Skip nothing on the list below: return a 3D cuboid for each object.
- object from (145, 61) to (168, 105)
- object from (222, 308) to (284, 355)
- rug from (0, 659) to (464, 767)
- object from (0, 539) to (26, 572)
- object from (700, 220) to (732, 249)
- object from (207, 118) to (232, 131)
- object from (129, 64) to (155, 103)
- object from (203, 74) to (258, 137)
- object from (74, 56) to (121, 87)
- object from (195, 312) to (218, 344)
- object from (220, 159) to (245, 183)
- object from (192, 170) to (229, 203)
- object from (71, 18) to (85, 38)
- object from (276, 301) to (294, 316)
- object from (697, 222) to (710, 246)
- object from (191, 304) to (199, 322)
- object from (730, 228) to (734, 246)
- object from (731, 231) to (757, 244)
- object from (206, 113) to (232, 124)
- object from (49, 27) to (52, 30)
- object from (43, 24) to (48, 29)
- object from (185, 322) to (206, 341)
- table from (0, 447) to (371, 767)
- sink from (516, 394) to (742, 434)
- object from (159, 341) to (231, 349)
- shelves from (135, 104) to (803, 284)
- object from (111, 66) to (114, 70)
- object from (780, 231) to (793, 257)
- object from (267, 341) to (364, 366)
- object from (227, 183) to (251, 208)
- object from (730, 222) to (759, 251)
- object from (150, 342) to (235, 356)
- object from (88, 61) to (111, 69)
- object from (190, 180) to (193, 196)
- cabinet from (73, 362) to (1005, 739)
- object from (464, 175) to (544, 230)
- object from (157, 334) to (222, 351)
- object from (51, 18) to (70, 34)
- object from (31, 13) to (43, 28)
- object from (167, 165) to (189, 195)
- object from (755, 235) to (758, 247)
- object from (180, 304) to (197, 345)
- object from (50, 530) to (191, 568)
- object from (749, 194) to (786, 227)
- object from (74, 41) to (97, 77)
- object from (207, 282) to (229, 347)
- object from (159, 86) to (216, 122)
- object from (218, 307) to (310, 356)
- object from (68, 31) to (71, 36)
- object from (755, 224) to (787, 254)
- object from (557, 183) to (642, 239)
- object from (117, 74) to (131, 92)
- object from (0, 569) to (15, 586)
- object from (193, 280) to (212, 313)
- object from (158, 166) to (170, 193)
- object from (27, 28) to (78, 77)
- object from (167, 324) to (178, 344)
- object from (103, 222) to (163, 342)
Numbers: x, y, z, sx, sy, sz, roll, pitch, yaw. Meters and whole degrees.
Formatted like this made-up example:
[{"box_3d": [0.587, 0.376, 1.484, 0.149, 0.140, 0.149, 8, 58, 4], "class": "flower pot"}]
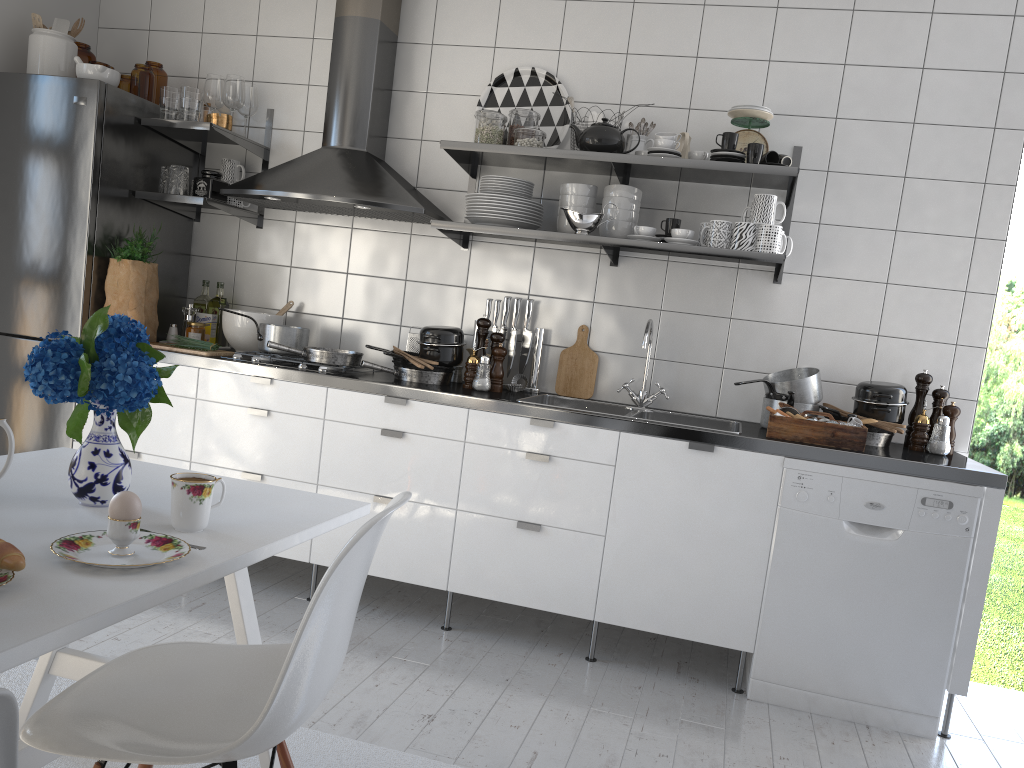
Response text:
[{"box_3d": [-1.519, -1.254, 3.744, 0.097, 0.195, 0.097, 8, 6, 13], "class": "object"}, {"box_3d": [-1.102, -0.217, 3.750, 0.247, 0.176, 0.246, 4, 6, -35], "class": "object"}, {"box_3d": [-1.024, 0.895, 1.211, 1.424, 0.004, 2.305, 8, 4, 14], "class": "rug"}, {"box_3d": [-0.744, 0.226, 1.165, 0.123, 0.058, 0.161, 9, 5, 29], "class": "object"}, {"box_3d": [0.715, -0.513, 3.085, 0.083, 0.100, 0.108, 6, 5, -17], "class": "object"}, {"box_3d": [-1.184, -1.043, 3.584, 0.099, 0.036, 0.100, 10, 5, 33], "class": "object"}, {"box_3d": [-1.518, -1.227, 3.640, 0.093, 0.154, 0.093, 11, 7, 36], "class": "object"}, {"box_3d": [-1.198, -1.163, 3.755, 0.192, 0.245, 0.205, 8, 5, 12], "class": "object"}, {"box_3d": [-1.619, -1.206, 3.475, 0.159, 0.110, 0.172, 8, 4, 9], "class": "object"}, {"box_3d": [-1.316, -0.232, 3.807, 0.077, 0.141, 0.043, 9, 6, 14], "class": "object"}, {"box_3d": [-1.198, -0.903, 3.780, 0.083, 0.100, 0.108, 3, 7, -42], "class": "object"}, {"box_3d": [-1.227, -0.806, 3.612, 0.100, 0.123, 0.100, 9, 6, 24], "class": "object"}, {"box_3d": [-1.790, -1.331, 3.568, 0.131, 0.297, 0.056, 7, 6, -7], "class": "object"}, {"box_3d": [-1.043, -0.250, 3.763, 0.222, 0.233, 0.080, 5, 6, -26], "class": "object"}, {"box_3d": [0.714, -0.519, 3.158, 0.083, 0.100, 0.108, 3, 7, -42], "class": "object"}, {"box_3d": [-1.382, -0.257, 3.811, 0.059, 0.173, 0.059, 4, 6, -27], "class": "object"}, {"box_3d": [0.812, -0.510, 3.217, 0.108, 0.100, 0.082, 7, 5, 3], "class": "object"}, {"box_3d": [0.816, -0.504, 3.139, 0.083, 0.100, 0.108, 6, 5, -17], "class": "object"}, {"box_3d": [-1.183, -1.065, 3.581, 0.100, 0.048, 0.099, 10, 5, 37], "class": "object"}, {"box_3d": [-1.833, -1.315, 3.580, 0.118, 0.251, 0.033, 9, 6, 14], "class": "object"}, {"box_3d": [-1.866, -1.318, 3.543, 0.117, 0.252, 0.061, 12, 8, 43], "class": "object"}, {"box_3d": [-1.324, -0.206, 3.704, 0.078, 0.102, 0.077, 5, 5, -20], "class": "object"}, {"box_3d": [-0.971, 0.566, 1.219, 0.813, 0.663, 1.822, 8, 4, 14], "class": "table"}, {"box_3d": [0.427, 0.154, 3.183, 0.764, 0.112, 0.486, 8, 4, 14], "class": "sink"}, {"box_3d": [-1.351, -0.166, 3.785, 0.180, 0.008, 0.271, 8, 4, 14], "class": "object"}, {"box_3d": [-0.221, -0.798, 3.425, 2.536, 0.514, 0.426, 8, 5, 14], "class": "shelves"}, {"box_3d": [-1.788, -1.292, 3.869, 0.112, 0.187, 0.113, 12, 7, 43], "class": "object"}, {"box_3d": [0.928, -0.490, 3.131, 0.108, 0.100, 0.082, 7, 5, 0], "class": "object"}, {"box_3d": [-0.746, -0.119, 3.391, 0.351, 0.061, 0.231, 7, 4, -8], "class": "object"}, {"box_3d": [-1.177, -0.800, 3.785, 0.108, 0.100, 0.082, 7, 5, 3], "class": "object"}, {"box_3d": [0.810, -0.499, 3.046, 0.108, 0.100, 0.082, 7, 5, 3], "class": "object"}, {"box_3d": [-1.270, -0.137, 3.463, 0.330, 0.012, 0.220, 8, 4, 14], "class": "object"}, {"box_3d": [-1.726, -1.256, 3.698, 0.112, 0.155, 0.113, 12, 7, 42], "class": "object"}, {"box_3d": [-1.352, -0.826, 3.845, 0.083, 0.100, 0.108, 6, 5, -17], "class": "object"}, {"box_3d": [-0.066, 0.474, 3.352, 3.233, 0.798, 0.661, 8, 5, 14], "class": "cabinet"}, {"box_3d": [-0.029, -0.674, 3.360, 0.305, 0.195, 0.300, 9, 5, 18], "class": "object"}, {"box_3d": [-1.272, -0.161, 3.459, 0.275, 0.053, 0.141, 9, 5, 29], "class": "object"}, {"box_3d": [-1.831, -1.334, 3.549, 0.064, 0.291, 0.140, 6, 6, -12], "class": "object"}, {"box_3d": [-1.878, -1.323, 3.522, 0.054, 0.263, 0.148, 6, 6, -11], "class": "object"}, {"box_3d": [-1.341, -0.816, 3.564, 0.086, 0.120, 0.086, 8, 5, 10], "class": "object"}, {"box_3d": [0.905, -0.498, 3.209, 0.083, 0.100, 0.108, 3, 7, -42], "class": "object"}, {"box_3d": [-1.369, -0.251, 3.747, 0.059, 0.173, 0.059, 4, 6, -27], "class": "object"}, {"box_3d": [-0.605, 0.260, 1.375, 0.200, 0.016, 0.200, 8, 4, 19], "class": "object"}, {"box_3d": [0.869, -0.591, 3.021, 0.083, 0.100, 0.108, 3, 7, -42], "class": "object"}, {"box_3d": [-1.835, -1.315, 3.747, 0.117, 0.237, 0.117, 12, 7, 39], "class": "object"}, {"box_3d": [-1.269, -0.300, 3.841, 0.089, 0.283, 0.081, 9, 6, 14], "class": "object"}, {"box_3d": [-1.319, -1.111, 3.591, 0.190, 0.135, 0.228, 8, 4, 4], "class": "object"}, {"box_3d": [-0.985, -0.207, 3.558, 0.348, 0.154, 0.199, 4, 5, -36], "class": "object"}, {"box_3d": [-1.800, -1.310, 3.575, 0.051, 0.248, 0.114, 5, 6, -21], "class": "object"}, {"box_3d": [0.890, -0.488, 3.026, 0.108, 0.100, 0.082, 7, 5, 3], "class": "object"}, {"box_3d": [0.323, -0.639, 3.345, 0.309, 0.217, 0.150, 8, 5, 11], "class": "object"}, {"box_3d": [-1.628, -1.234, 3.748, 0.093, 0.128, 0.093, 11, 6, 35], "class": "object"}, {"box_3d": [-0.738, 0.257, 1.154, 0.157, 0.016, 0.158, 9, 4, 24], "class": "object"}, {"box_3d": [-1.346, -0.311, 3.866, 0.066, 0.283, 0.066, 8, 6, 9], "class": "object"}, {"box_3d": [-1.406, -0.829, 3.638, 0.086, 0.120, 0.086, 10, 6, 24], "class": "object"}, {"box_3d": [-1.838, -1.288, 3.544, 0.174, 0.209, 0.173, 8, 5, 9], "class": "object"}, {"box_3d": [-1.423, -0.211, 3.718, 0.046, 0.085, 0.046, 6, 5, -9], "class": "object"}, {"box_3d": [-1.497, -0.410, 3.511, 0.173, 0.511, 0.281, 7, 5, 1], "class": "object"}]
